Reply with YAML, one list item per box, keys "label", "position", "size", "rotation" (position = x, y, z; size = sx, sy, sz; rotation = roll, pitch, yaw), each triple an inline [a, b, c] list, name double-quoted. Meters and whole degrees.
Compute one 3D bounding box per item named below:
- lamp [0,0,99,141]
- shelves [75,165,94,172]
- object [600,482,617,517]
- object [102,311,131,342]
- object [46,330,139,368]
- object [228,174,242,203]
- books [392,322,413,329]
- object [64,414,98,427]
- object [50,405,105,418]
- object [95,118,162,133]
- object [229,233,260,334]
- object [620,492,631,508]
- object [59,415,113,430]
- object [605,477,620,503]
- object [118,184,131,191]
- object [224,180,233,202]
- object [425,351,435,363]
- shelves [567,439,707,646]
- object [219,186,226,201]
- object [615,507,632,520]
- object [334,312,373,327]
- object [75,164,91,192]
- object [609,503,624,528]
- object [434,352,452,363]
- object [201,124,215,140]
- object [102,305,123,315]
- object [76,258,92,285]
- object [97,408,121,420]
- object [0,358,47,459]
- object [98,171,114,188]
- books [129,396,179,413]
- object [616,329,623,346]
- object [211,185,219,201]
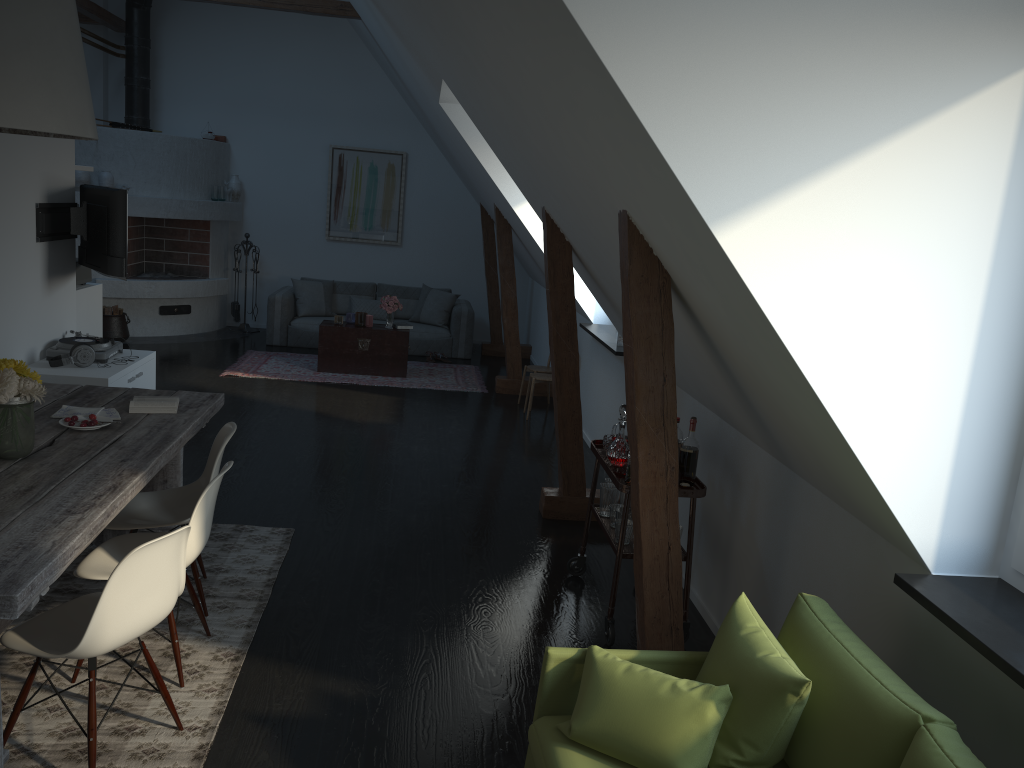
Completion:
- label: "lamp"
  position: [-1.719, -2.258, 2.789]
  size: [0.697, 2.813, 0.757]
  rotation: [16, 15, 42]
- label: "shelves"
  position: [-4.099, -1.712, 6.729]
  size: [1.604, 0.038, 0.478]
  rotation: [4, 11, -6]
- label: "object"
  position: [0.468, 0.570, 4.353]
  size: [0.087, 0.155, 0.087]
  rotation: [-2, 14, -33]
- label: "object"
  position: [-4.457, -0.634, 9.855]
  size: [0.384, 0.313, 0.384]
  rotation: [9, 12, 19]
- label: "object"
  position: [-3.004, -0.250, 6.349]
  size: [0.558, 0.162, 0.742]
  rotation: [3, 11, -9]
- label: "object"
  position: [-3.481, -2.439, 11.130]
  size: [0.165, 0.368, 0.165]
  rotation: [-3, 14, -34]
- label: "books"
  position: [-1.177, -0.621, 9.439]
  size: [0.179, 0.034, 0.243]
  rotation: [-1, 13, -28]
- label: "object"
  position: [-1.804, 0.156, 3.720]
  size: [0.132, 0.034, 0.144]
  rotation: [-3, 14, -34]
- label: "object"
  position: [-1.915, 0.123, 3.915]
  size: [0.182, 0.016, 0.179]
  rotation: [3, 12, -12]
- label: "object"
  position: [-4.337, -2.895, 9.921]
  size: [0.783, 0.094, 0.311]
  rotation: [1, 12, -20]
- label: "object"
  position: [-3.359, -1.280, 11.192]
  size: [0.376, 1.245, 0.376]
  rotation: [0, 13, -26]
- label: "object"
  position: [0.569, 0.574, 4.377]
  size: [0.087, 0.155, 0.087]
  rotation: [-2, 14, -33]
- label: "object"
  position: [-1.793, 0.167, 3.734]
  size: [0.205, 0.024, 0.205]
  rotation: [2, 12, -14]
- label: "object"
  position: [0.502, 0.554, 4.445]
  size: [0.087, 0.155, 0.087]
  rotation: [-2, 14, -33]
- label: "object"
  position: [-4.289, -2.155, 9.818]
  size: [0.161, 0.114, 0.064]
  rotation: [4, 11, -4]
- label: "object"
  position: [-3.506, -2.384, 10.954]
  size: [0.081, 0.258, 0.150]
  rotation: [11, 13, 26]
- label: "object"
  position: [-0.960, -0.319, 10.382]
  size: [0.101, 0.090, 0.277]
  rotation: [1, 12, -18]
- label: "shelves"
  position: [0.591, 0.727, 4.203]
  size: [0.438, 0.732, 0.803]
  rotation: [3, 11, -10]
- label: "object"
  position: [-3.537, -2.320, 10.815]
  size: [0.092, 0.180, 0.092]
  rotation: [8, 12, 16]
- label: "object"
  position: [0.521, 0.641, 4.109]
  size: [0.095, 0.119, 0.095]
  rotation: [-6, 16, -44]
- label: "object"
  position: [-1.646, -0.691, 9.323]
  size: [0.413, 0.138, 0.215]
  rotation: [6, 11, 5]
- label: "object"
  position: [-4.704, -2.227, 9.661]
  size: [0.203, 0.314, 0.203]
  rotation: [0, 12, -22]
- label: "object"
  position: [0.504, 0.629, 4.215]
  size: [0.092, 0.099, 0.092]
  rotation: [-1, 13, -28]
- label: "object"
  position: [-0.808, -0.316, 10.432]
  size: [0.277, 0.090, 0.101]
  rotation: [14, 15, 39]
- label: "object"
  position: [-3.688, -3.073, 10.762]
  size: [0.066, 0.221, 0.231]
  rotation: [10, 12, 23]
- label: "object"
  position: [-4.460, -0.712, 9.820]
  size: [0.240, 0.370, 0.270]
  rotation: [4, 11, -7]
- label: "object"
  position: [-3.621, -0.884, 6.986]
  size: [0.435, 0.211, 0.496]
  rotation: [4, 11, -7]
- label: "object"
  position: [-1.831, 0.133, 3.909]
  size: [0.182, 0.014, 0.185]
  rotation: [-2, 13, -32]
- label: "object"
  position: [-1.833, 0.087, 3.236]
  size: [0.233, 0.365, 0.293]
  rotation: [-3, 14, -35]
- label: "object"
  position: [-4.451, -2.198, 9.727]
  size: [0.158, 0.274, 0.158]
  rotation: [12, 13, 32]
- label: "books"
  position: [-1.669, 0.087, 4.146]
  size: [0.202, 0.042, 0.251]
  rotation: [1, 12, -18]
- label: "object"
  position: [0.769, -0.502, 6.250]
  size: [0.309, 0.461, 0.131]
  rotation: [7, 12, 12]
- label: "object"
  position: [-3.567, -2.292, 10.659]
  size: [0.092, 0.180, 0.092]
  rotation: [9, 12, 21]
